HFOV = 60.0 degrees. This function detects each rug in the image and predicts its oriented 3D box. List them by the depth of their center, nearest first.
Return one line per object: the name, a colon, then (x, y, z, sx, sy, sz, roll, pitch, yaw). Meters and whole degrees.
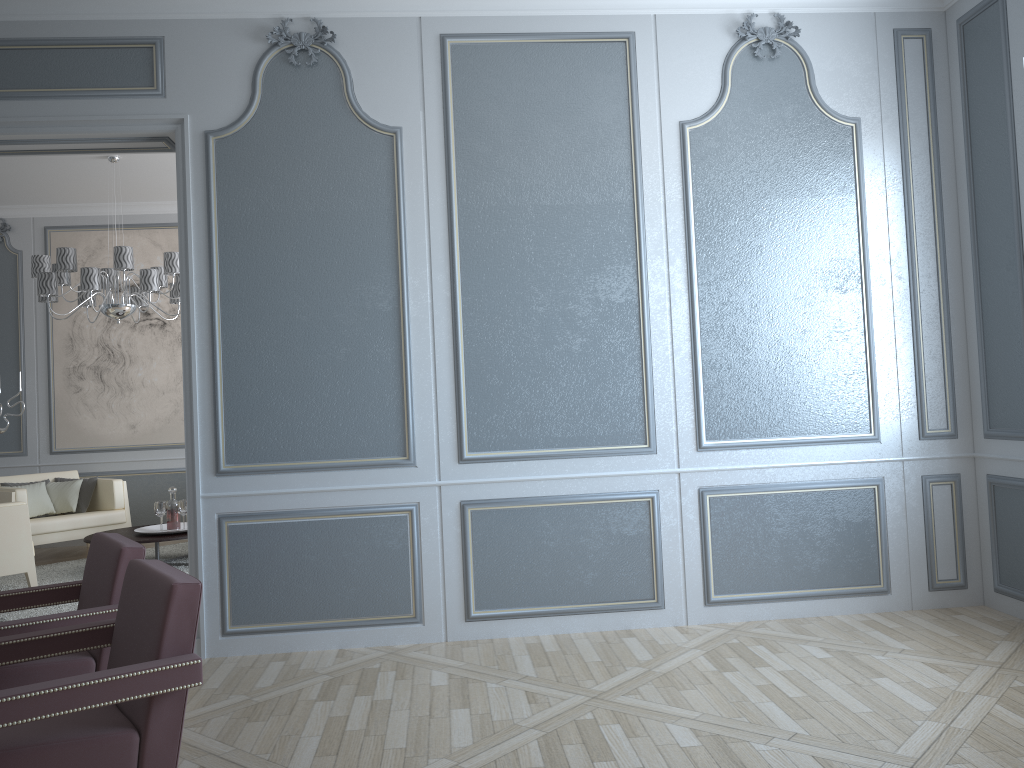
rug: (-2.396, 1.212, 5.612, 1.999, 0.010, 2.000, -4, -2, 40)

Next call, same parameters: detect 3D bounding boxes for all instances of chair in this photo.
chair: (-1.053, 0.760, 1.988, 0.606, 0.621, 0.576, -1, -2, -35)
chair: (-1.426, 0.790, 2.581, 0.606, 0.621, 0.576, -1, -2, -35)
chair: (-3.229, 0.931, 4.999, 0.854, 0.621, 0.737, -4, -2, 40)
chair: (-3.347, 0.967, 6.465, 0.736, 0.621, 0.855, -4, -2, 40)

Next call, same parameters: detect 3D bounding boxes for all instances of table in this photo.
table: (-2.368, 1.102, 5.918, 0.882, 0.239, 0.882, -2, -1, -7)

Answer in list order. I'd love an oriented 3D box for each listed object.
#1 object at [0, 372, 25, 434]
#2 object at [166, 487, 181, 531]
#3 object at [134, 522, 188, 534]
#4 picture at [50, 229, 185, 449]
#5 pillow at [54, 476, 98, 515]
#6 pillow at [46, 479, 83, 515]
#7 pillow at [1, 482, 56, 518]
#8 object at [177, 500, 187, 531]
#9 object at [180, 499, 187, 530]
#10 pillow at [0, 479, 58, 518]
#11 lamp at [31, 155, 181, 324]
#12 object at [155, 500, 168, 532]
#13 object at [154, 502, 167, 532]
object: (-3.930, 0.614, 6.582, 0.446, 1.387, 0.446, -4, -3, 40)
object: (-2.252, 0.828, 5.893, 0.086, 0.290, 0.086, -3, -2, 16)
object: (-2.250, 0.962, 5.876, 0.468, 0.028, 0.468, -3, -1, 8)
picture: (-3.102, -0.381, 7.198, 1.199, 1.752, 0.001, -2, -2, -5)
pillow: (-3.290, 0.836, 6.615, 0.351, 0.276, 0.184, -3, -2, 11)
pillow: (-3.339, 0.837, 6.541, 0.312, 0.245, 0.163, -3, -2, 0)
pillow: (-3.474, 0.839, 6.374, 0.163, 0.245, 0.312, -4, -2, 30)
object: (-2.166, 0.870, 5.848, 0.080, 0.196, 0.080, -2, -2, -22)
object: (-2.174, 0.873, 5.932, 0.080, 0.196, 0.080, -2, -2, -22)
pillow: (-3.513, 0.843, 6.453, 0.184, 0.276, 0.351, -4, -2, 41)
lamp: (-2.637, -0.955, 5.894, 0.976, 1.120, 0.975, -2, -2, -16)
object: (-2.333, 0.879, 5.909, 0.080, 0.196, 0.080, -2, -2, -22)
object: (-2.302, 0.876, 5.816, 0.080, 0.196, 0.080, -3, -2, -2)
